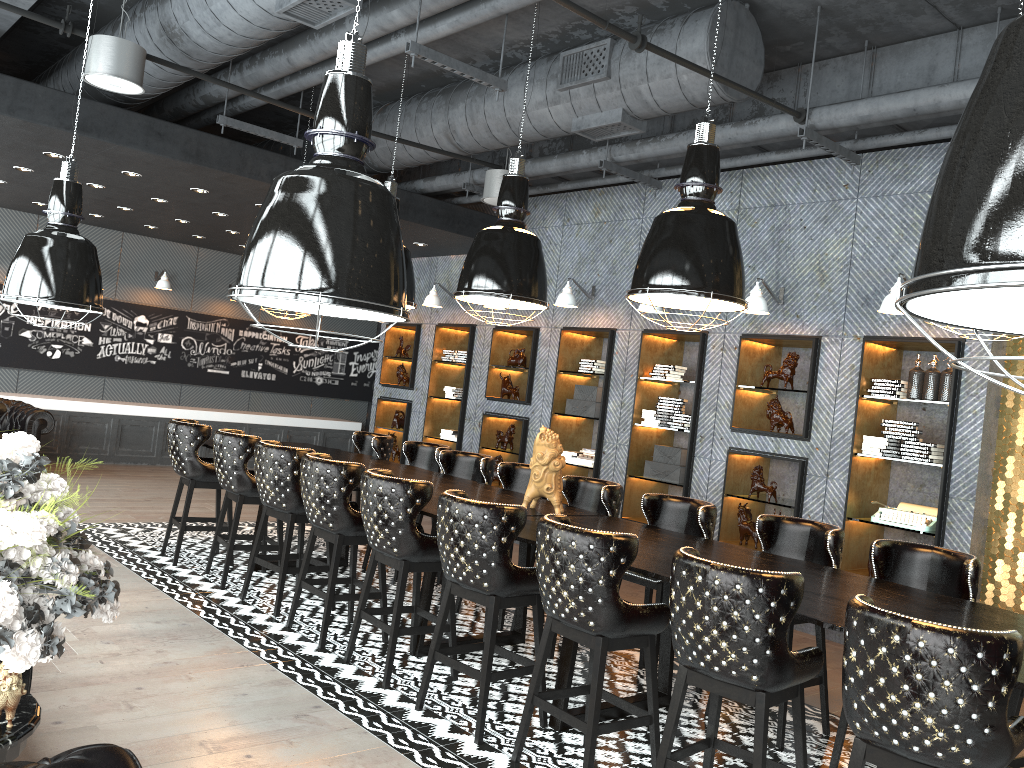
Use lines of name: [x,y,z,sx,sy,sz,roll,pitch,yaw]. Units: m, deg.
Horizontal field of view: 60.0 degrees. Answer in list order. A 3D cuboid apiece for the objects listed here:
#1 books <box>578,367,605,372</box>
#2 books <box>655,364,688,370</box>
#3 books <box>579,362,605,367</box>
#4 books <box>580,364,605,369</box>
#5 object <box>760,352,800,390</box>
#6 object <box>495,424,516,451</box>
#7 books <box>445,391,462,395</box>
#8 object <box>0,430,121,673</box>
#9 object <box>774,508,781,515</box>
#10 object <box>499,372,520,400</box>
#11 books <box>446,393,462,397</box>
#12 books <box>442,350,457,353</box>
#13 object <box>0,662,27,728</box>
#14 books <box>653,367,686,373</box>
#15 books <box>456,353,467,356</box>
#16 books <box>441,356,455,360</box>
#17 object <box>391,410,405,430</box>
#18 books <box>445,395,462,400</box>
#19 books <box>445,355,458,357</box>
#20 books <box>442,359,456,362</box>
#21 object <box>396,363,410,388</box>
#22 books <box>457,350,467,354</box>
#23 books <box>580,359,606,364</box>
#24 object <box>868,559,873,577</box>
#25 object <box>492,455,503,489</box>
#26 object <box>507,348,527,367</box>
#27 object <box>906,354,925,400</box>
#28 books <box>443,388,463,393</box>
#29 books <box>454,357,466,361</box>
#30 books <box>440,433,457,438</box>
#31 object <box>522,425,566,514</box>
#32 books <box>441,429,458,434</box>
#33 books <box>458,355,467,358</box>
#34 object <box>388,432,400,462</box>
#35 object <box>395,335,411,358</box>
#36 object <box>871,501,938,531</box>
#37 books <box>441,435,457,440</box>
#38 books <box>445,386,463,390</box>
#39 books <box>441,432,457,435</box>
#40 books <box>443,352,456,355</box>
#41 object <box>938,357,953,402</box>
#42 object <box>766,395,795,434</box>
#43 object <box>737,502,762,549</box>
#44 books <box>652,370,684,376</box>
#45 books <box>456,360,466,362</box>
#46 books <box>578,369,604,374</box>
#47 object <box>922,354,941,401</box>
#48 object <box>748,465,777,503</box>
books: [0.833,-0.148,9.143,0.193,0.028,0.245,7,-1,-30]
books: [1.514,-0.161,8.438,0.193,0.028,0.245,7,-1,-41]
books: [0.842,-0.203,9.186,0.193,0.028,0.245,7,-1,-35]
books: [0.853,-0.174,9.139,0.245,0.028,0.193,6,-1,40]
object: [2.254,-0.120,7.445,0.152,0.325,0.292,8,-1,-43]
object: [-0.085,0.587,9.952,0.317,0.306,0.143,6,-1,44]
books: [-0.661,0.113,10.759,0.245,0.028,0.193,7,-1,-41]
object: [-1.367,0.421,2.049,0.847,0.663,0.875,7,-1,-11]
object: [2.213,1.214,7.333,0.198,0.358,0.116,7,-1,-11]
object: [-0.019,0.034,9.931,0.154,0.309,0.324,7,-1,-36]
books: [-0.654,0.142,10.715,0.245,0.028,0.193,7,-1,-32]
books: [-0.703,-0.394,10.913,0.193,0.028,0.245,7,-1,-44]
object: [-1.157,0.694,2.025,0.086,0.183,0.136,7,-1,-34]
books: [1.498,-0.135,8.436,0.245,0.028,0.193,6,-1,41]
books: [-0.517,-0.346,10.698,0.245,0.028,0.193,6,-1,29]
books: [-0.735,-0.313,10.921,0.193,0.028,0.245,7,-1,-29]
object: [-1.469,0.469,11.604,0.126,0.249,0.253,6,-1,24]
books: [-0.660,0.170,10.765,0.193,0.028,0.245,6,-1,45]
books: [-0.681,-0.335,10.939,0.193,0.028,0.245,7,-1,-34]
books: [-0.717,-0.282,10.911,0.193,0.028,0.245,7,-1,-37]
object: [-1.403,-0.113,11.542,0.155,0.329,0.236,7,-1,-36]
books: [-0.513,-0.374,10.699,0.245,0.028,0.193,6,-1,21]
books: [0.857,-0.231,9.143,0.193,0.028,0.245,7,-1,-38]
object: [2.816,1.320,6.558,0.164,0.304,0.341,7,-1,-36]
object: [-0.116,0.990,9.876,0.177,0.388,0.338,7,-1,-34]
object: [0.057,-0.297,9.918,0.138,0.222,0.278,8,-1,-42]
object: [2.999,-0.053,6.573,0.109,0.349,0.109,7,-1,4]
books: [-0.679,0.083,10.768,0.245,0.028,0.193,7,-1,-38]
books: [-0.546,-0.293,10.697,0.245,0.028,0.193,6,-1,36]
books: [-0.736,0.626,10.778,0.227,0.024,0.166,6,-1,35]
object: [0.223,0.519,5.269,0.249,0.545,0.475,6,-1,11]
books: [-0.724,0.577,10.778,0.179,0.029,0.225,6,-1,32]
books: [-0.504,-0.316,10.734,0.245,0.028,0.193,6,-1,31]
object: [-1.533,0.816,11.550,0.269,0.362,0.169,6,-1,42]
object: [-1.401,-0.486,11.543,0.097,0.290,0.290,8,-1,-43]
object: [2.980,0.989,6.720,0.484,0.149,0.535,7,-1,-43]
books: [-0.723,0.657,10.771,0.243,0.034,0.179,6,-1,18]
books: [-0.667,0.056,10.776,0.193,0.028,0.245,6,-1,42]
books: [-0.717,0.605,10.794,0.175,0.024,0.243,6,-1,40]
books: [-0.707,-0.366,10.913,0.193,0.028,0.245,7,-1,-36]
object: [3.149,-0.037,6.399,0.109,0.349,0.108,6,-1,19]
object: [2.243,0.266,7.392,0.158,0.338,0.242,7,-1,-36]
object: [2.018,1.196,7.506,0.267,0.359,0.168,6,-1,42]
books: [1.485,-0.108,8.431,0.193,0.028,0.245,7,-1,-33]
books: [-0.527,-0.262,10.697,0.245,0.028,0.193,6,-1,28]
books: [0.832,-0.120,9.155,0.193,0.028,0.245,7,-1,-41]
object: [3.075,-0.045,6.486,0.109,0.349,0.108,6,-1,34]
object: [2.098,0.827,7.388,0.134,0.294,0.257,7,-1,-34]
